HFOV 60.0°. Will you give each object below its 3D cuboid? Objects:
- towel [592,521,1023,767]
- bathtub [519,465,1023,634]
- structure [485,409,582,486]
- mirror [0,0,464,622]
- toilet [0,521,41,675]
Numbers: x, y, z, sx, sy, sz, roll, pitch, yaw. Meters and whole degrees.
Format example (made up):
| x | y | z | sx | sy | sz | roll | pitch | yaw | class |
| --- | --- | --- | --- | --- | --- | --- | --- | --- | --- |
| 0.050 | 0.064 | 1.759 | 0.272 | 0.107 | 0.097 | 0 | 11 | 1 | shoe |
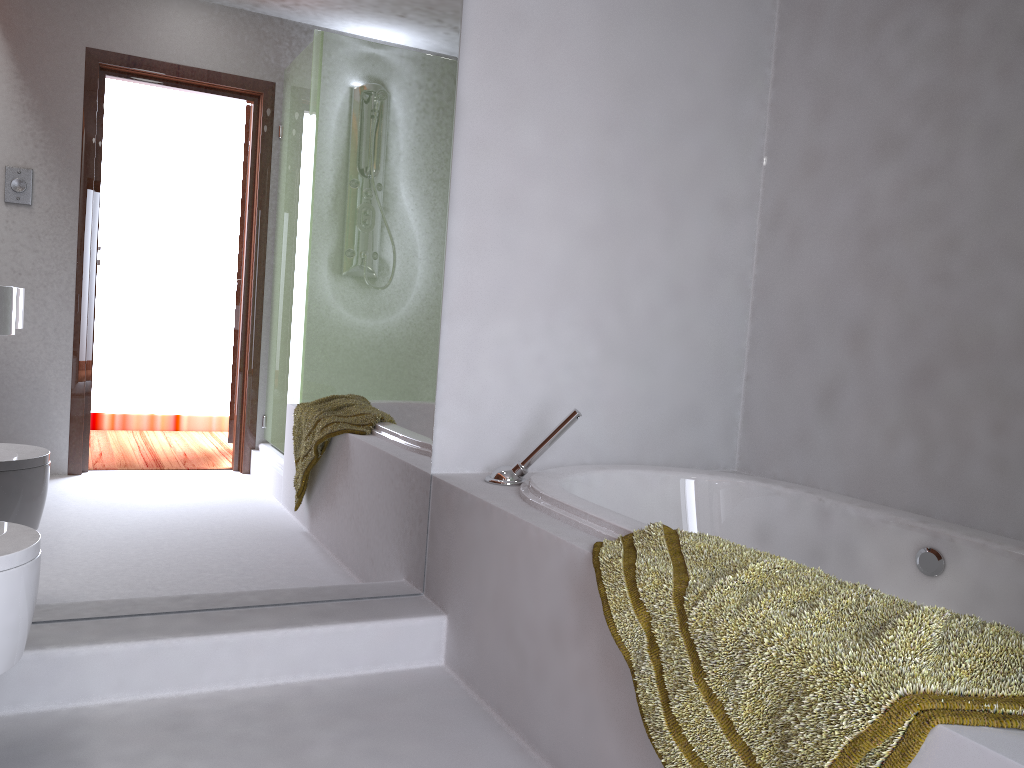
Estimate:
| x | y | z | sx | sy | sz | roll | pitch | yaw | class |
| --- | --- | --- | --- | --- | --- | --- | --- | --- | --- |
| 0.415 | 0.508 | 1.343 | 0.349 | 0.452 | 0.890 | 2 | 4 | -32 | towel |
| 0.627 | 0.514 | 1.816 | 0.881 | 0.424 | 1.683 | 2 | 4 | -27 | bathtub |
| 0.054 | 0.180 | 2.308 | 0.239 | 0.257 | 0.112 | 5 | 4 | 4 | structure |
| -0.799 | -0.557 | 1.975 | 1.433 | 2.183 | 0.019 | 2 | 4 | -27 | mirror |
| -1.061 | 0.393 | 1.408 | 0.547 | 0.284 | 0.329 | 2 | 4 | -27 | toilet |
